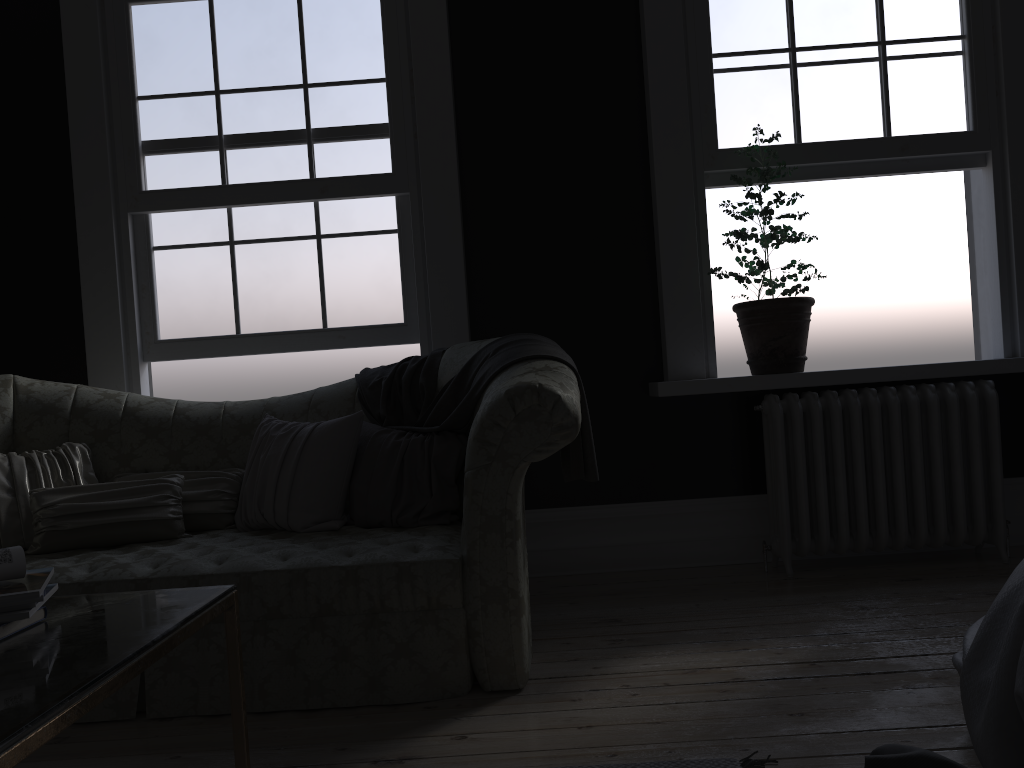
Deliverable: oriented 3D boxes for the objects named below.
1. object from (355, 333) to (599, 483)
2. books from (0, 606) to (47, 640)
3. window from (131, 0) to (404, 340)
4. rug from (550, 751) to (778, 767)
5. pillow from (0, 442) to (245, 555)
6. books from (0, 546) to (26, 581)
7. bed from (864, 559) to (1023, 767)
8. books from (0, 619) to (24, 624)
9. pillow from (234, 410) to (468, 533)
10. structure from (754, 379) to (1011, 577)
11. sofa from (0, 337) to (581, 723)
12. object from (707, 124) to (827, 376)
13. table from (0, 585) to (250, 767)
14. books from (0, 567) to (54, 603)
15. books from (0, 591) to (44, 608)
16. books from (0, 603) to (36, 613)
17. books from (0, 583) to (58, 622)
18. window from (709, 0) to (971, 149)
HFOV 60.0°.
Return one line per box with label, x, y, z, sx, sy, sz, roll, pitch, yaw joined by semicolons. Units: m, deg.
object;-0.199;0.117;3.545;0.516;0.585;1.368;-4;0;-40
books;-0.958;0.419;1.526;0.231;0.023;0.162;-4;0;1
window;-1.184;-1.063;4.311;1.263;1.672;0.056;-4;1;1
rug;-1.209;0.994;1.128;3.645;0.050;2.105;-4;0;1
pillow;-1.628;0.413;3.398;1.105;0.416;0.529;-4;0;1
books;-1.055;0.353;1.511;0.273;0.109;0.322;-4;0;36
bed;2.345;0.120;1.213;3.282;1.298;2.766;-4;0;-11
books;-1.025;0.407;1.521;0.318;0.011;0.253;-4;0;-33
pillow;-0.632;0.324;3.404;0.964;0.461;0.405;-4;0;8
structure;1.703;0.434;4.078;1.141;0.849;0.276;-4;1;1
sofa;-1.140;0.468;3.462;2.813;1.161;1.606;-4;0;2
object;1.195;-0.612;4.135;0.474;1.134;0.505;-3;1;41
table;-1.271;0.733;1.276;1.449;0.558;1.092;-4;0;1
books;-0.975;0.361;1.519;0.318;0.011;0.252;-4;0;-23
books;-0.982;0.372;1.521;0.318;0.011;0.253;-4;0;-28
books;-0.999;0.384;1.528;0.318;0.011;0.253;-4;0;-28
books;-0.983;0.393;1.530;0.318;0.011;0.252;-4;0;-18
window;1.561;-1.580;4.264;1.263;1.017;0.056;-4;1;1
